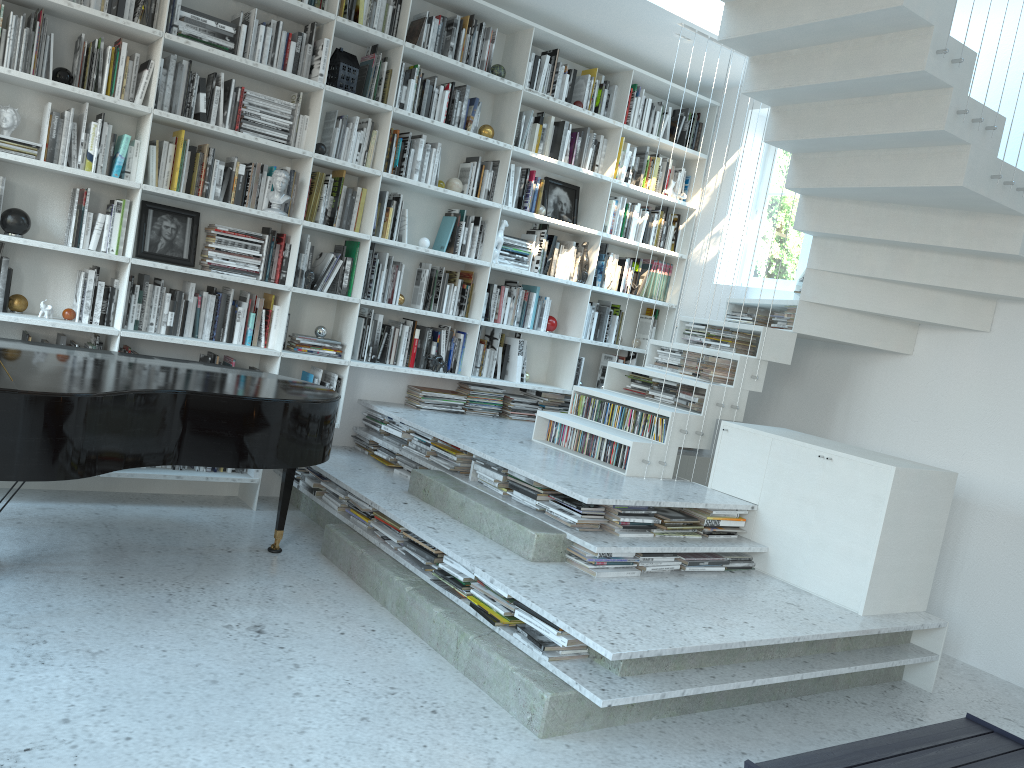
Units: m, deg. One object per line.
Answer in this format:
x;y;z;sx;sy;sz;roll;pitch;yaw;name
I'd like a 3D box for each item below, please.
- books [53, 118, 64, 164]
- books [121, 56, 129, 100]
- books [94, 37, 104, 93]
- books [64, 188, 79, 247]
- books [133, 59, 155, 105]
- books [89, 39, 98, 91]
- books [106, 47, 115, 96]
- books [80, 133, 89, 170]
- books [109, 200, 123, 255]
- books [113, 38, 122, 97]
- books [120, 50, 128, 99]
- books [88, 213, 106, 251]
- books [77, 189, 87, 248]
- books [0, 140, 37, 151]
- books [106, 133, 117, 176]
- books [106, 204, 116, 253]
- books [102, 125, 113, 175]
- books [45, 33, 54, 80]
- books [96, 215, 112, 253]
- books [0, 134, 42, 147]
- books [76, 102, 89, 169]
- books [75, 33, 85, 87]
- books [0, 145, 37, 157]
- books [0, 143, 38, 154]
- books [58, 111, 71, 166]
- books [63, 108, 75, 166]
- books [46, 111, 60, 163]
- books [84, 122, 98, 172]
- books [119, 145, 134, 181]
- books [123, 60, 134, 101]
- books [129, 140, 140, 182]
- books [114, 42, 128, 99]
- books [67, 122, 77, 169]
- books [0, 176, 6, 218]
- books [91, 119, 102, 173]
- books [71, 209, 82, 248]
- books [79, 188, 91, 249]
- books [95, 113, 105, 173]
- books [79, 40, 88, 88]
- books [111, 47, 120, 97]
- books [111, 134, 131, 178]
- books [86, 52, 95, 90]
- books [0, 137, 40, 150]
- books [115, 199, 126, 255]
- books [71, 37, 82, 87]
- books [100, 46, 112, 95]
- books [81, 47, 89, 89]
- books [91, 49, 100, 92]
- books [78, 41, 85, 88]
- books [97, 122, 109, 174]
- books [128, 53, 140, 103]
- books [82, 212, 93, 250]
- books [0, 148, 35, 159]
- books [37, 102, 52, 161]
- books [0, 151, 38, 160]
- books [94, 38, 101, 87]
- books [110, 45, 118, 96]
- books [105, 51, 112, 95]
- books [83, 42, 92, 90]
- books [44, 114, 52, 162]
-2.223;-1.174;4.320;0.024;0.227;0.137;7;6;-36;books
-1.947;-1.507;4.423;0.011;0.230;0.165;7;6;-36;books
-2.037;-1.550;4.360;0.033;0.288;0.155;7;6;-36;books
-2.187;-0.827;4.402;0.012;0.285;0.159;7;6;-36;books
-1.862;-1.497;4.446;0.064;0.237;0.208;7;6;-36;books
-2.064;-1.543;4.342;0.009;0.267;0.149;7;6;-36;books
-1.995;-1.526;4.382;0.017;0.253;0.139;7;6;-36;books
-2.130;-1.142;4.386;0.025;0.189;0.140;7;6;-36;books
-2.032;-0.799;4.511;0.027;0.270;0.178;7;6;-36;books
-1.970;-1.548;4.389;0.006;0.304;0.165;7;6;-35;books
-1.951;-1.521;4.412;0.010;0.257;0.139;7;6;-36;books
-2.102;-0.767;4.468;0.057;0.189;0.155;7;6;-36;books
-2.160;-0.828;4.429;0.011;0.292;0.155;7;6;-36;books
-2.399;-1.137;4.190;0.254;0.012;0.160;7;6;-39;books
-2.030;-1.144;4.457;0.026;0.219;0.149;7;6;-36;books
-2.046;-0.788;4.495;0.012;0.245;0.170;7;6;-36;books
-2.046;-1.165;4.441;0.022;0.256;0.152;7;6;-36;books
-2.208;-1.543;4.232;0.031;0.232;0.147;7;6;-36;books
-2.072;-0.764;4.496;0.024;0.188;0.172;7;6;-36;books
-2.393;-1.160;4.185;0.285;0.012;0.159;7;6;-40;books
-2.123;-1.210;4.358;0.010;0.330;0.173;7;6;-36;books
-2.114;-1.555;4.312;0.012;0.276;0.129;7;6;-36;books
-2.402;-1.112;4.190;0.254;0.012;0.160;7;6;-40;books
-2.399;-1.124;4.187;0.254;0.012;0.160;7;6;-41;books
-2.193;-1.188;4.320;0.022;0.267;0.151;7;6;-36;books
-2.171;-1.194;4.320;0.012;0.286;0.167;7;6;-36;books
-2.227;-1.182;4.281;0.030;0.247;0.174;7;6;-36;books
-2.093;-1.164;4.384;0.028;0.247;0.169;7;6;-36;books
-1.960;-1.115;4.505;0.027;0.181;0.141;7;6;-36;books
-1.934;-1.499;4.434;0.024;0.216;0.141;7;6;-36;books
-1.937;-1.130;4.520;0.026;0.217;0.126;7;6;-36;books
-1.958;-1.535;4.396;0.022;0.285;0.189;7;6;-36;books
-2.161;-1.163;4.353;0.048;0.225;0.149;7;6;-36;books
-2.451;-0.853;4.223;0.028;0.266;0.144;7;6;-36;books
-2.069;-1.170;4.387;0.012;0.266;0.192;7;6;-36;books
-2.178;-0.776;4.414;0.025;0.186;0.153;7;6;-36;books
-2.149;-0.829;4.433;0.012;0.298;0.165;7;6;-36;books
-2.061;-1.187;4.399;0.011;0.301;0.178;7;6;-36;books
-2.091;-1.531;4.299;0.005;0.240;0.173;7;6;-35;books
-1.979;-1.523;4.386;0.006;0.253;0.180;7;6;-36;books
-1.981;-1.139;4.463;0.060;0.228;0.178;7;6;-36;books
-2.074;-1.510;4.333;0.011;0.200;0.162;7;6;-36;books
-2.398;-1.149;4.190;0.285;0.012;0.159;8;5;-34;books
-2.010;-0.800;4.514;0.011;0.279;0.187;7;6;-36;books
-2.119;-1.544;4.302;0.005;0.254;0.160;7;6;-35;books
-2.003;-1.520;4.348;0.013;0.244;0.188;7;6;-36;books
-2.096;-1.521;4.319;0.013;0.216;0.149;7;6;-36;books
-2.045;-1.512;4.323;0.006;0.216;0.180;7;6;-35;books
-2.109;-1.535;4.316;0.005;0.239;0.145;7;6;-35;books
-2.052;-1.165;4.411;0.023;0.260;0.170;7;6;-36;books
-1.907;-1.515;4.438;0.022;0.257;0.154;7;6;-36;books
-2.146;-0.772;4.456;0.030;0.183;0.154;7;6;-36;books
-2.409;-1.102;4.198;0.254;0.012;0.160;8;5;-36;books
-2.252;-1.204;4.265;0.012;0.285;0.159;7;6;-36;books
-2.409;-1.089;4.196;0.285;0.012;0.159;7;5;-38;books
-2.047;-1.544;4.341;0.005;0.275;0.156;7;6;-35;books
-1.985;-1.531;4.387;0.004;0.266;0.141;7;6;-35;books
-2.015;-1.521;4.384;0.011;0.236;0.130;7;6;-36;books
-2.072;-1.526;4.303;0.005;0.236;0.178;7;6;-35;books
-2.255;-1.179;4.285;0.010;0.232;0.154;7;6;-36;books
